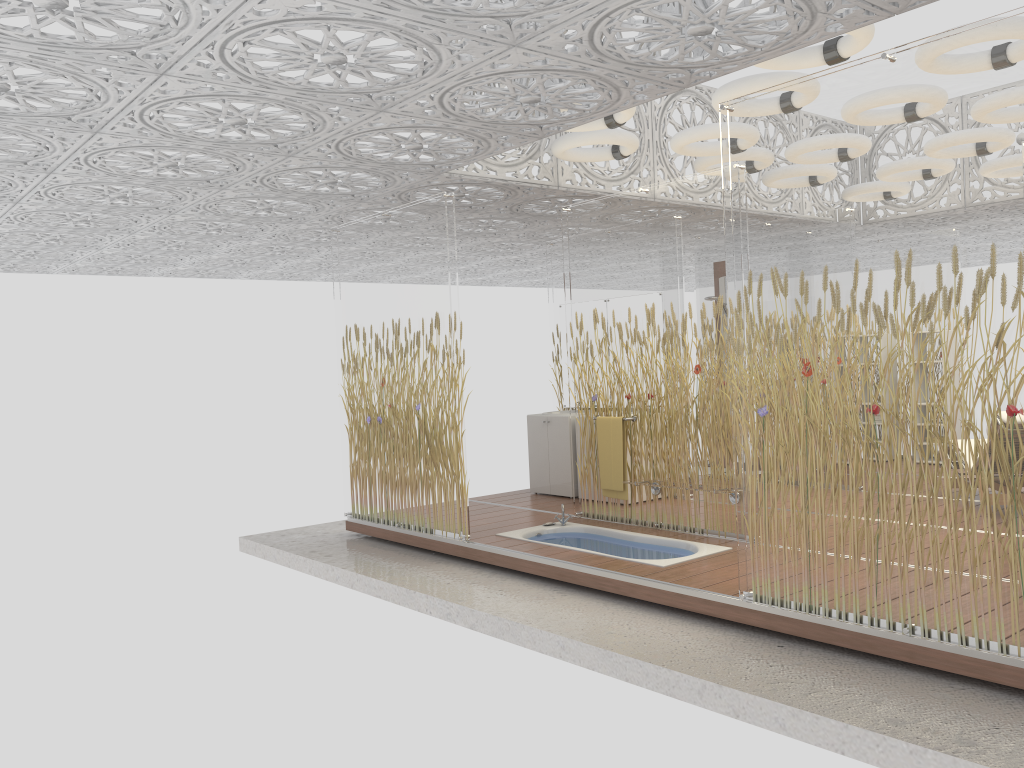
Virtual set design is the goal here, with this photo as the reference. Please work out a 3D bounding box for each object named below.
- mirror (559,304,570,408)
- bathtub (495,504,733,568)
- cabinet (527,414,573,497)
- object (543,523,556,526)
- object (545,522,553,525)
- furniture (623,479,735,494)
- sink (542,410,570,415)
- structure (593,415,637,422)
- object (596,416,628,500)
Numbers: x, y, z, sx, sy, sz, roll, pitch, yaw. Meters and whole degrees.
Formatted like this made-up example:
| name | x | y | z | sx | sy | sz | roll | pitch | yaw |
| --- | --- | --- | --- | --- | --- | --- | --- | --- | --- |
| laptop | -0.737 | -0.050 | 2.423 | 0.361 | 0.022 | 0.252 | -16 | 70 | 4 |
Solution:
| name | x | y | z | sx | sy | sz | roll | pitch | yaw |
| --- | --- | --- | --- | --- | --- | --- | --- | --- | --- |
| mirror | 0.971 | -0.302 | 8.781 | 0.009 | 1.081 | 1.422 | -3 | 1 | -39 |
| bathtub | 0.681 | 1.244 | 6.397 | 0.700 | 0.582 | 1.700 | -3 | 1 | -39 |
| cabinet | 0.575 | 0.686 | 8.906 | 0.549 | 0.782 | 0.643 | -3 | 1 | -39 |
| object | 0.299 | 1.126 | 7.110 | 0.108 | 0.011 | 0.065 | -3 | 1 | -30 |
| object | 0.299 | 1.119 | 7.110 | 0.066 | 0.016 | 0.035 | -3 | 1 | -30 |
| furniture | 1.205 | 0.730 | 6.362 | 0.178 | 0.014 | 0.977 | -3 | 1 | -39 |
| sink | 0.570 | 0.318 | 8.911 | 0.499 | 0.266 | 0.573 | -4 | 1 | -42 |
| structure | 0.796 | 0.274 | 7.016 | 0.078 | 0.047 | 0.442 | -3 | 1 | -39 |
| object | 0.791 | 0.582 | 7.003 | 0.042 | 0.656 | 0.283 | -3 | 1 | -39 |
